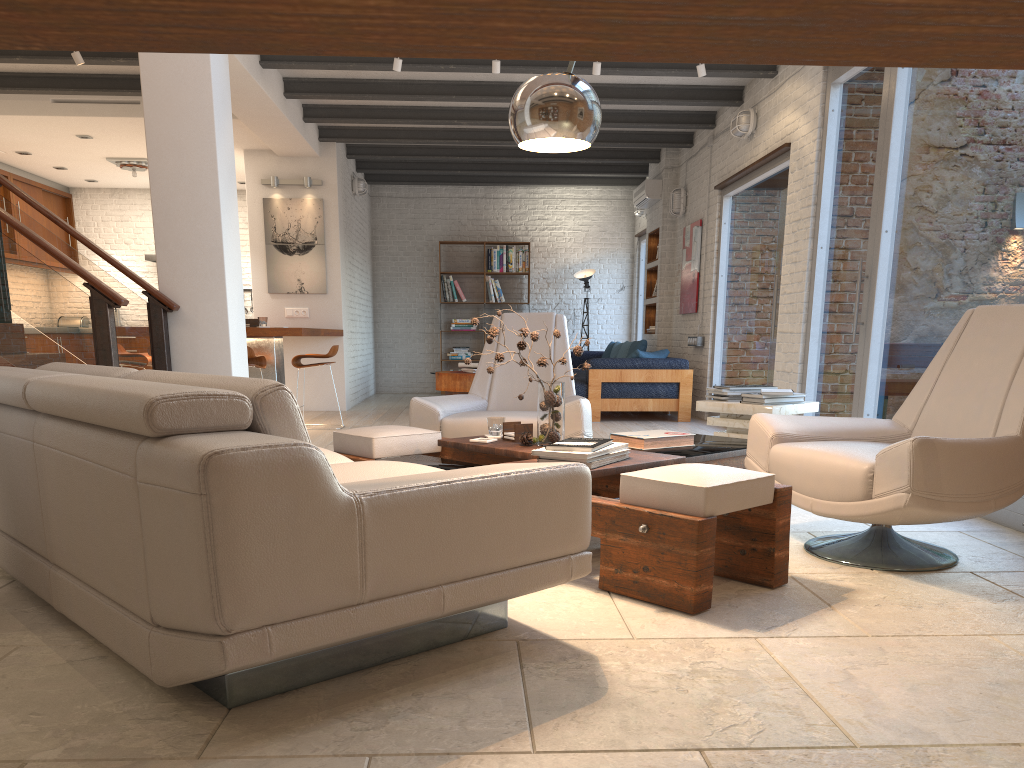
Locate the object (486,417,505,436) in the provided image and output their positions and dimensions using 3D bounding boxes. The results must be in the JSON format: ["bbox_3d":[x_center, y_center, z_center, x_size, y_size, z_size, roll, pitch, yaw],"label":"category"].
[{"bbox_3d":[-0.076,0.201,4.119,0.090,0.087,0.090,-7,11,-43],"label":"object"}]

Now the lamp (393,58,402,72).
[{"bbox_3d":[-0.838,-2.346,6.381,0.059,0.133,0.084,-7,13,-32],"label":"lamp"}]

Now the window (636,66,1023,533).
[{"bbox_3d":[2.428,-2.727,6.634,0.648,6.579,12.001,0,5,-3],"label":"window"}]

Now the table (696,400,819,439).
[{"bbox_3d":[1.404,0.353,5.046,0.488,0.520,0.487,-7,11,-42],"label":"table"}]

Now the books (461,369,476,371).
[{"bbox_3d":[-0.397,-0.164,10.056,0.250,0.011,0.312,-2,4,-33],"label":"books"}]

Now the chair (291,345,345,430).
[{"bbox_3d":[-1.814,0.026,8.219,0.423,0.799,0.390,0,11,-3],"label":"chair"}]

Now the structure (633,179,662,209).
[{"bbox_3d":[1.665,-2.335,10.751,0.200,0.225,0.793,0,4,-3],"label":"structure"}]

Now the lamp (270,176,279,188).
[{"bbox_3d":[-2.583,-2.199,9.482,0.079,0.107,0.078,5,11,25],"label":"lamp"}]

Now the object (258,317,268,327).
[{"bbox_3d":[-2.274,-0.567,7.961,0.091,0.087,0.088,2,8,12],"label":"object"}]

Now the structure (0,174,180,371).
[{"bbox_3d":[-2.710,-1.599,6.156,10.153,4.261,13.487,0,4,-3],"label":"structure"}]

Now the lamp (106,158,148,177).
[{"bbox_3d":[-4.414,-2.505,10.180,0.450,0.175,0.438,0,5,-3],"label":"lamp"}]

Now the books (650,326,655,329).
[{"bbox_3d":[1.823,-0.719,11.105,0.132,0.035,0.200,1,3,7],"label":"books"}]

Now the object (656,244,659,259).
[{"bbox_3d":[1.856,-1.668,10.861,0.112,0.250,0.209,1,9,5],"label":"object"}]

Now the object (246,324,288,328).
[{"bbox_3d":[-2.272,-0.532,8.002,0.395,0.036,0.193,0,3,1],"label":"object"}]

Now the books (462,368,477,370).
[{"bbox_3d":[-0.398,-0.174,10.045,0.251,0.011,0.312,-1,4,-28],"label":"books"}]

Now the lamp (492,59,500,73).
[{"bbox_3d":[-0.116,-2.345,6.417,0.061,0.133,0.083,0,10,-1],"label":"lamp"}]

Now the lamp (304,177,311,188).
[{"bbox_3d":[-2.228,-2.198,9.499,0.079,0.107,0.078,5,11,25],"label":"lamp"}]

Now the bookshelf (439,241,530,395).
[{"bbox_3d":[-0.407,-0.955,12.995,1.318,2.271,0.352,0,13,-3],"label":"bookshelf"}]

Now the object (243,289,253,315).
[{"bbox_3d":[-3.644,-1.150,12.371,0.669,0.402,0.135,0,12,-3],"label":"object"}]

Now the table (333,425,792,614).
[{"bbox_3d":[0.412,0.442,3.987,1.948,0.442,2.172,-3,5,-42],"label":"table"}]

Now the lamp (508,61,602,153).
[{"bbox_3d":[0.855,-0.456,2.613,2.012,2.424,0.311,6,14,32],"label":"lamp"}]

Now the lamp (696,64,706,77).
[{"bbox_3d":[1.408,-2.340,6.481,0.086,0.133,0.058,-9,15,-41],"label":"lamp"}]

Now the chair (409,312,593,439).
[{"bbox_3d":[0.015,0.088,5.134,1.025,1.047,0.944,2,9,14],"label":"chair"}]

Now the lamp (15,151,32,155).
[{"bbox_3d":[-5.427,-2.583,9.684,0.124,0.057,0.120,0,5,-3],"label":"lamp"}]

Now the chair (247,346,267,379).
[{"bbox_3d":[-2.395,0.053,7.668,0.405,0.799,0.408,0,11,-3],"label":"chair"}]

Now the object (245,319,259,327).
[{"bbox_3d":[-2.403,-0.559,8.031,0.113,0.084,0.092,6,10,42],"label":"object"}]

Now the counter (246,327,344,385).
[{"bbox_3d":[-2.711,-0.088,8.804,1.686,0.946,2.430,0,4,-3],"label":"counter"}]

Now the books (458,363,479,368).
[{"bbox_3d":[-0.413,-0.192,10.118,0.320,0.112,0.267,3,5,30],"label":"books"}]

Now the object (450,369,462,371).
[{"bbox_3d":[-0.671,-0.183,11.346,0.301,0.028,0.066,-1,5,-25],"label":"object"}]

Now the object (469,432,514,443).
[{"bbox_3d":[-0.089,0.243,4.046,0.269,0.036,0.244,-2,4,-31],"label":"object"}]

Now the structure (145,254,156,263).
[{"bbox_3d":[-4.481,-2.182,11.925,0.986,1.024,0.442,0,11,-3],"label":"structure"}]

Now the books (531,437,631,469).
[{"bbox_3d":[0.280,0.262,3.357,0.248,0.076,0.393,3,4,30],"label":"books"}]

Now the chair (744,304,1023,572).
[{"bbox_3d":[1.622,0.187,3.485,0.980,1.029,0.999,-2,9,-18],"label":"chair"}]

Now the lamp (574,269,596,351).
[{"bbox_3d":[1.240,-0.752,12.776,0.501,1.903,0.846,-7,13,-30],"label":"lamp"}]

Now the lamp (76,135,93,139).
[{"bbox_3d":[-4.350,-2.532,8.866,0.124,0.057,0.120,0,5,-3],"label":"lamp"}]

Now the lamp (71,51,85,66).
[{"bbox_3d":[-3.124,-2.352,6.271,0.086,0.133,0.058,-9,15,-41],"label":"lamp"}]

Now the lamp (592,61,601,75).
[{"bbox_3d":[0.627,-2.348,6.451,0.061,0.124,0.083,0,10,-1],"label":"lamp"}]

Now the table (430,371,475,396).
[{"bbox_3d":[-0.508,0.065,10.636,1.076,0.459,1.782,1,4,3],"label":"table"}]

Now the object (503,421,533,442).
[{"bbox_3d":[0.026,0.220,4.021,0.093,0.084,0.112,-4,8,-31],"label":"object"}]

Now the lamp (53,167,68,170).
[{"bbox_3d":[-5.468,-2.630,10.550,0.124,0.057,0.120,0,5,-3],"label":"lamp"}]

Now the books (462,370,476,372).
[{"bbox_3d":[-0.392,-0.154,10.076,0.250,0.011,0.312,-2,4,-33],"label":"books"}]

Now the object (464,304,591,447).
[{"bbox_3d":[0.043,-0.030,3.709,0.537,0.626,0.309,-5,12,-31],"label":"object"}]

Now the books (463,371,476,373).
[{"bbox_3d":[-0.389,-0.142,10.063,0.251,0.011,0.311,-1,3,-23],"label":"books"}]

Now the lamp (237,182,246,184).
[{"bbox_3d":[-3.546,-2.673,11.506,0.124,0.057,0.120,0,5,-3],"label":"lamp"}]

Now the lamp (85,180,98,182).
[{"bbox_3d":[-5.509,-2.678,11.415,0.124,0.057,0.120,0,5,-3],"label":"lamp"}]
